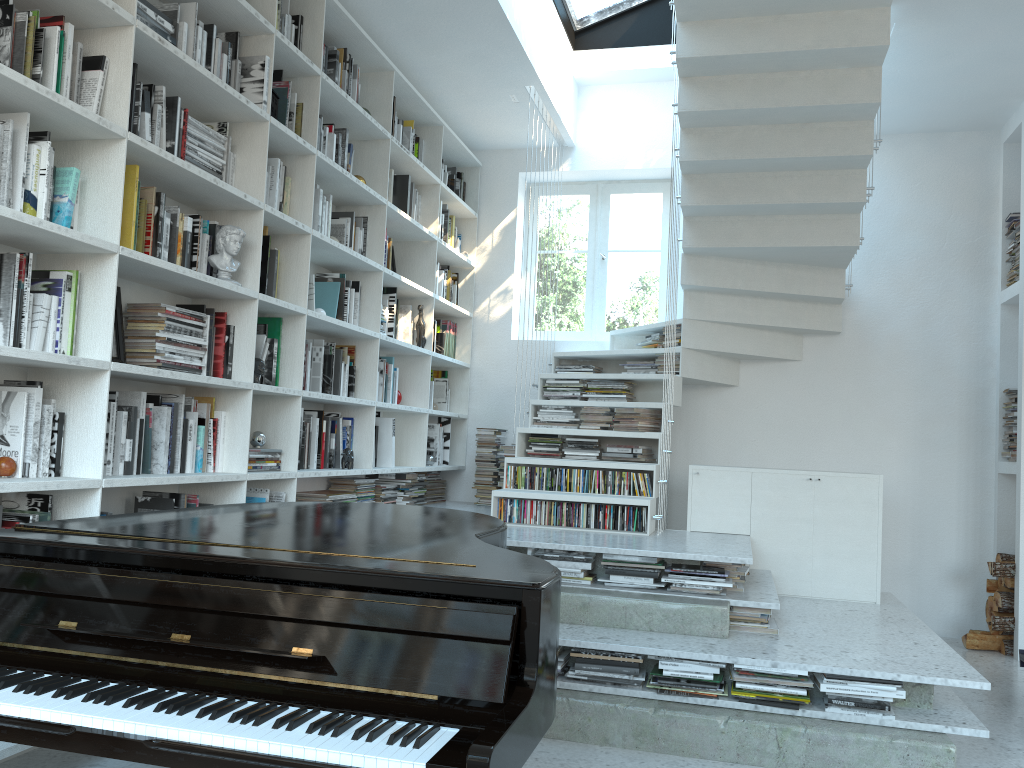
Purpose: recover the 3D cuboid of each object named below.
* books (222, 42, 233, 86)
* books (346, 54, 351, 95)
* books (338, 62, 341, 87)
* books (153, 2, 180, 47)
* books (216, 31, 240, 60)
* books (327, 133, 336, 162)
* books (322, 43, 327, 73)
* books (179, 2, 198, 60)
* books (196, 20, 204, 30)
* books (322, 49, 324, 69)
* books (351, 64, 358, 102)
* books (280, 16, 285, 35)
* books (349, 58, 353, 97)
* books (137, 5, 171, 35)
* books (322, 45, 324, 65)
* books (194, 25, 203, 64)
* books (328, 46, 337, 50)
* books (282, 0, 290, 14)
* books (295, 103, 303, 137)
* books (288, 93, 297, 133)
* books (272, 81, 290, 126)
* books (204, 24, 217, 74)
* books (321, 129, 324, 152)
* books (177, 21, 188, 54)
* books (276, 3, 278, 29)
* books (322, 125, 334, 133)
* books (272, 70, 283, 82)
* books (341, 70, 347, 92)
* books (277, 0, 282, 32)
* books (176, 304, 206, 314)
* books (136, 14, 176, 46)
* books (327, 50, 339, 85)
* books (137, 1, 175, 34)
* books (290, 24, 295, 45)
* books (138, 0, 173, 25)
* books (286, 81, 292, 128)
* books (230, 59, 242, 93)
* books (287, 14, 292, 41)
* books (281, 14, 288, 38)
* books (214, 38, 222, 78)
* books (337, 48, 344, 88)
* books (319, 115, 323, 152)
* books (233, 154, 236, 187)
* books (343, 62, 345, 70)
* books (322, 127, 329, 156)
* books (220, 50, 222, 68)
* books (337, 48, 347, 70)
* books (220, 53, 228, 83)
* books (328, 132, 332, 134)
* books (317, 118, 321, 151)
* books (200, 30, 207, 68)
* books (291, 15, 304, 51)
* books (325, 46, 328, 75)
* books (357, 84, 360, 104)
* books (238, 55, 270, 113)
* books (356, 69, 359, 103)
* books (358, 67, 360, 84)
[{"bbox_3d":[-1.213,-1.243,3.567,0.173,0.248,0.032,2,-3,15],"label":"books"},{"bbox_3d":[-0.928,-1.554,4.588,0.183,0.299,0.015,2,-3,15],"label":"books"},{"bbox_3d":[-0.956,-1.524,4.536,0.160,0.231,0.018,2,-3,15],"label":"books"},{"bbox_3d":[-1.300,-1.271,3.262,0.161,0.254,0.012,2,-3,15],"label":"books"},{"bbox_3d":[-1.202,-1.280,3.649,0.155,0.334,0.012,2,-3,15],"label":"books"},{"bbox_3d":[-0.977,-1.151,4.461,0.181,0.209,0.021,2,-3,15],"label":"books"},{"bbox_3d":[-1.004,-1.549,4.387,0.161,0.255,0.030,2,-3,15],"label":"books"},{"bbox_3d":[-1.269,-1.281,3.317,0.190,0.284,0.011,2,-3,15],"label":"books"},{"bbox_3d":[-1.274,-1.268,3.441,0.140,0.273,0.029,2,-3,15],"label":"books"},{"bbox_3d":[-1.013,-1.537,4.358,0.163,0.226,0.028,2,-3,15],"label":"books"},{"bbox_3d":[-0.913,-1.544,4.706,0.188,0.297,0.013,2,-3,15],"label":"books"},{"bbox_3d":[-1.101,-1.545,3.961,0.173,0.180,0.022,2,-3,15],"label":"books"},{"bbox_3d":[-0.926,-1.553,4.652,0.182,0.306,0.008,2,-3,15],"label":"books"},{"bbox_3d":[-1.343,-1.277,3.113,0.161,0.025,0.254,2,-4,11],"label":"books"},{"bbox_3d":[-1.007,-1.540,4.325,0.174,0.229,0.013,2,-3,15],"label":"books"},{"bbox_3d":[-1.271,-1.244,3.368,0.190,0.216,0.027,2,-3,15],"label":"books"},{"bbox_3d":[-0.979,-1.559,4.492,0.167,0.292,0.024,2,-3,15],"label":"books"},{"bbox_3d":[-1.094,-1.611,4.088,0.128,0.329,0.012,2,-3,15],"label":"books"},{"bbox_3d":[-1.070,-1.185,4.087,0.223,0.213,0.008,2,-3,15],"label":"books"},{"bbox_3d":[-1.076,-1.205,4.057,0.186,0.248,0.013,2,-3,15],"label":"books"},{"bbox_3d":[-1.095,-1.223,3.976,0.190,0.272,0.021,2,-3,15],"label":"books"},{"bbox_3d":[-1.248,-1.263,3.461,0.184,0.269,0.023,2,-3,15],"label":"books"},{"bbox_3d":[-1.014,-1.159,4.424,0.144,0.216,0.025,2,-3,15],"label":"books"},{"bbox_3d":[-1.293,-1.237,3.277,0.193,0.187,0.025,2,-3,15],"label":"books"},{"bbox_3d":[-1.118,-1.588,3.888,0.190,0.254,0.054,2,-3,15],"label":"books"},{"bbox_3d":[-0.984,-1.177,4.493,0.156,0.264,0.012,2,-3,15],"label":"books"},{"bbox_3d":[-1.115,-1.255,4.009,0.143,0.339,0.025,2,-3,15],"label":"books"},{"bbox_3d":[-0.940,-1.507,4.556,0.188,0.201,0.018,2,-3,15],"label":"books"},{"bbox_3d":[-1.105,-1.605,3.950,0.167,0.297,0.010,2,-3,15],"label":"books"},{"bbox_3d":[-1.291,-0.169,3.540,0.130,0.299,0.011,2,-3,15],"label":"books"},{"bbox_3d":[-1.341,-1.253,3.111,0.159,0.024,0.285,1,-4,19],"label":"books"},{"bbox_3d":[-0.963,-1.543,4.460,0.184,0.258,0.028,2,-3,15],"label":"books"},{"bbox_3d":[-1.346,-1.302,3.116,0.159,0.024,0.285,2,-4,17],"label":"books"},{"bbox_3d":[-1.085,-1.544,4.063,0.181,0.194,0.022,2,-3,15],"label":"books"},{"bbox_3d":[-1.349,-1.326,3.118,0.159,0.024,0.285,2,-4,15],"label":"books"},{"bbox_3d":[-1.091,-1.228,4.017,0.179,0.288,0.021,2,-3,15],"label":"books"},{"bbox_3d":[-1.202,-1.216,3.623,0.191,0.202,0.029,2,-3,15],"label":"books"},{"bbox_3d":[-1.085,-1.557,4.011,0.169,0.213,0.031,2,-3,15],"label":"books"},{"bbox_3d":[-1.095,-1.554,3.985,0.180,0.201,0.024,2,-3,15],"label":"books"},{"bbox_3d":[-1.235,-1.238,3.479,0.190,0.222,0.023,2,-3,15],"label":"books"},{"bbox_3d":[-0.956,-1.564,4.551,0.179,0.312,0.006,2,-3,15],"label":"books"},{"bbox_3d":[-1.019,-1.194,4.408,0.154,0.284,0.013,2,-3,15],"label":"books"},{"bbox_3d":[-1.223,-0.848,3.665,0.158,0.205,0.030,2,-3,15],"label":"books"},{"bbox_3d":[-0.950,-1.531,4.574,0.170,0.251,0.008,2,-3,15],"label":"books"},{"bbox_3d":[-0.997,-1.167,4.444,0.149,0.236,0.023,2,-3,15],"label":"books"},{"bbox_3d":[-1.231,-1.239,3.519,0.158,0.230,0.012,2,-3,15],"label":"books"},{"bbox_3d":[-0.946,-1.570,4.583,0.183,0.329,0.007,2,-3,15],"label":"books"},{"bbox_3d":[-1.223,-1.216,3.536,0.176,0.188,0.029,2,-3,15],"label":"books"},{"bbox_3d":[-0.987,-1.157,4.480,0.159,0.222,0.011,2,-3,15],"label":"books"},{"bbox_3d":[-1.017,-1.177,4.343,0.160,0.241,0.027,2,-3,15],"label":"books"},{"bbox_3d":[-1.264,-1.242,3.407,0.183,0.219,0.028,2,-3,15],"label":"books"},{"bbox_3d":[-1.059,-1.570,4.098,0.186,0.253,0.029,2,-3,15],"label":"books"},{"bbox_3d":[-1.000,-1.547,4.412,0.169,0.256,0.021,2,-3,15],"label":"books"},{"bbox_3d":[-0.904,-1.496,4.741,0.188,0.208,0.014,2,-3,15],"label":"books"},{"bbox_3d":[-1.133,-1.227,3.664,0.272,0.237,0.037,2,-3,15],"label":"books"},{"bbox_3d":[-0.905,-1.533,4.714,0.180,0.278,0.008,2,-3,15],"label":"books"},{"bbox_3d":[-0.900,-1.544,4.754,0.163,0.306,0.006,2,-3,15],"label":"books"}]
